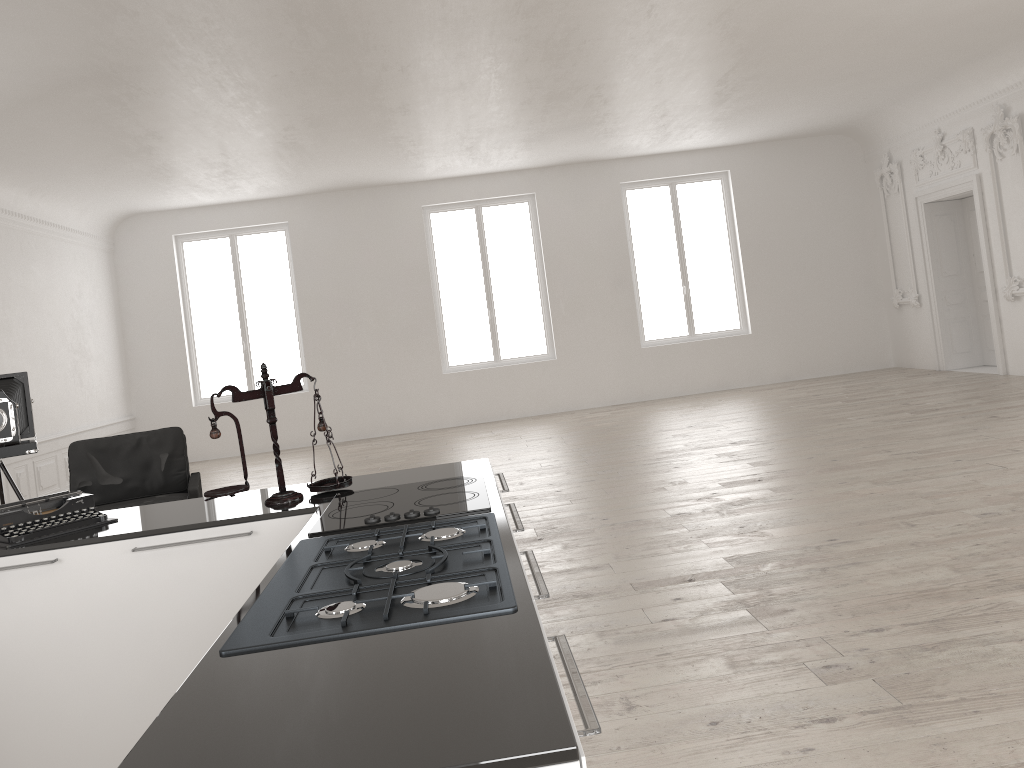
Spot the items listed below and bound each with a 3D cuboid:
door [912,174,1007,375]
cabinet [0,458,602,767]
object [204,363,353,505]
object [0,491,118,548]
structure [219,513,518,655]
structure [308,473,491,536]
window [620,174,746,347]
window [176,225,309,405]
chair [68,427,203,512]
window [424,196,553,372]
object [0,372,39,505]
[{"bbox_3d":[6.362,-1.482,12.088,0.655,2.594,1.561,-7,0,-4],"label":"door"},{"bbox_3d":[-1.247,0.965,2.153,2.707,0.882,2.463,-7,3,-4],"label":"cabinet"},{"bbox_3d":[-0.823,0.168,3.070,0.515,0.491,0.167,-8,0,-31],"label":"object"},{"bbox_3d":[-1.628,0.457,3.064,0.315,0.110,0.385,-5,4,41],"label":"object"},{"bbox_3d":[-0.277,0.402,1.952,0.521,0.014,0.843,-8,4,-4],"label":"structure"},{"bbox_3d":[-0.331,0.356,2.745,0.506,0.021,0.628,-8,4,-4],"label":"structure"},{"bbox_3d":[2.734,-1.981,14.070,1.726,2.582,0.070,-7,-1,-4],"label":"window"},{"bbox_3d":[-4.131,-1.072,13.568,1.726,2.582,0.070,-7,-1,-4],"label":"window"},{"bbox_3d":[-2.735,0.857,6.327,0.977,0.963,1.085,-8,2,-19],"label":"chair"},{"bbox_3d":[-0.362,-1.571,13.844,1.726,2.582,0.070,-7,-1,-4],"label":"window"},{"bbox_3d":[-3.690,0.696,6.372,0.714,1.523,0.652,-7,0,-29],"label":"object"}]
